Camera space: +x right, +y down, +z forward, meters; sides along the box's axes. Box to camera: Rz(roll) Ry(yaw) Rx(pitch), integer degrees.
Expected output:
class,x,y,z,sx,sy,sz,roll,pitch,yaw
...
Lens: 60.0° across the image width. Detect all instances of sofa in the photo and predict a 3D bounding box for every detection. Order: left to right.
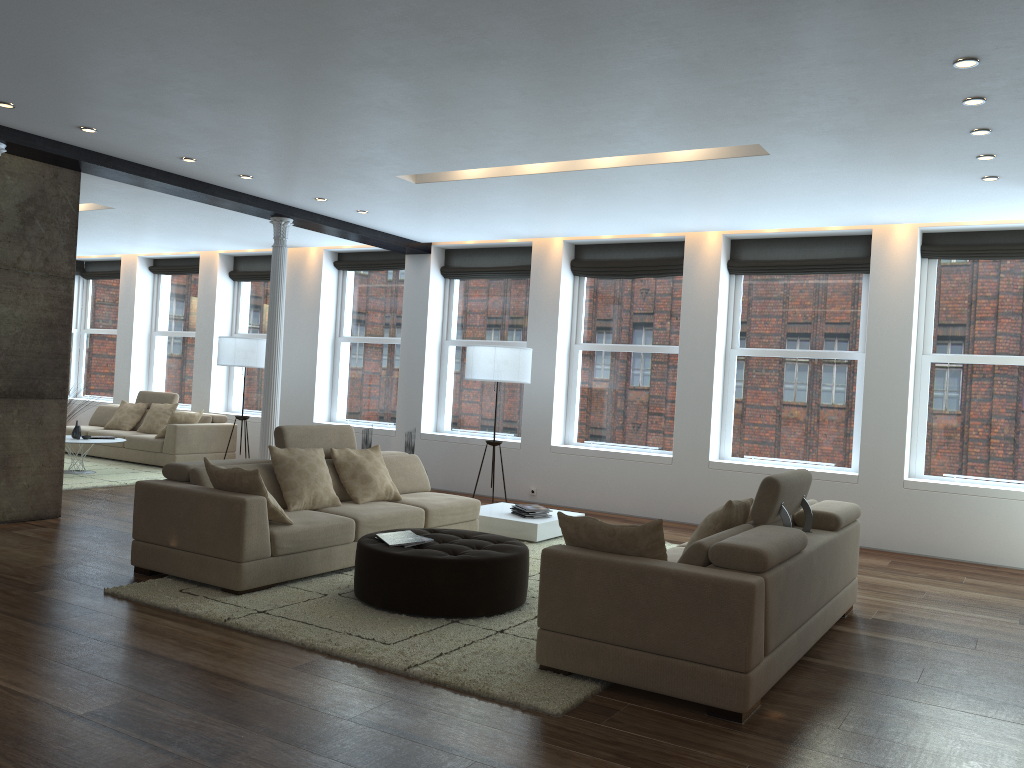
class,x,y,z,sx,sy,sz,roll,pitch,yaw
sofa,-5.052,0.579,12.177,2.581,0.950,1.018,3,0,31
sofa,-1.324,0.795,6.489,1.021,0.950,2.581,3,0,31
sofa,1.202,0.942,4.980,1.021,0.950,2.581,3,0,31

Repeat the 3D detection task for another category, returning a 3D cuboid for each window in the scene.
class,x,y,z,sx,sy,sz,roll,pitch,yaw
window,-7.745,-0.906,14.482,0.123,2.400,1.474,3,0,31
window,-8.857,-0.359,23.181,13.698,17.917,34.761,3,0,31
window,-5.138,-0.753,13.806,1.444,2.400,0.123,3,0,31
window,-3.599,-0.663,12.887,1.345,2.400,0.123,3,0,31
window,-1.826,-0.560,11.827,1.391,2.400,0.123,3,0,31
window,-0.273,-0.469,10.899,1.432,2.400,0.123,3,0,31
window,1.302,-0.377,9.958,1.442,2.400,0.123,3,0,31
window,2.881,-0.285,9.015,1.443,2.400,0.123,3,0,31
window,4.512,-0.190,8.040,1.563,2.400,0.123,3,0,31

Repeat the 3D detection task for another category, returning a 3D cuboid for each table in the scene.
class,x,y,z,sx,sy,sz,roll,pitch,yaw
table,-5.068,0.837,10.349,1.022,0.393,1.022,3,0,-15
table,0.054,1.247,8.036,0.900,0.170,0.900,3,0,31

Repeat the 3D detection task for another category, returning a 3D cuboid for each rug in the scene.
class,x,y,z,sx,sy,sz,roll,pitch,yaw
rug,-5.743,1.003,11.099,4.231,0.020,2.972,3,0,31
rug,-0.005,1.338,6.185,2.972,0.020,4.231,3,0,31

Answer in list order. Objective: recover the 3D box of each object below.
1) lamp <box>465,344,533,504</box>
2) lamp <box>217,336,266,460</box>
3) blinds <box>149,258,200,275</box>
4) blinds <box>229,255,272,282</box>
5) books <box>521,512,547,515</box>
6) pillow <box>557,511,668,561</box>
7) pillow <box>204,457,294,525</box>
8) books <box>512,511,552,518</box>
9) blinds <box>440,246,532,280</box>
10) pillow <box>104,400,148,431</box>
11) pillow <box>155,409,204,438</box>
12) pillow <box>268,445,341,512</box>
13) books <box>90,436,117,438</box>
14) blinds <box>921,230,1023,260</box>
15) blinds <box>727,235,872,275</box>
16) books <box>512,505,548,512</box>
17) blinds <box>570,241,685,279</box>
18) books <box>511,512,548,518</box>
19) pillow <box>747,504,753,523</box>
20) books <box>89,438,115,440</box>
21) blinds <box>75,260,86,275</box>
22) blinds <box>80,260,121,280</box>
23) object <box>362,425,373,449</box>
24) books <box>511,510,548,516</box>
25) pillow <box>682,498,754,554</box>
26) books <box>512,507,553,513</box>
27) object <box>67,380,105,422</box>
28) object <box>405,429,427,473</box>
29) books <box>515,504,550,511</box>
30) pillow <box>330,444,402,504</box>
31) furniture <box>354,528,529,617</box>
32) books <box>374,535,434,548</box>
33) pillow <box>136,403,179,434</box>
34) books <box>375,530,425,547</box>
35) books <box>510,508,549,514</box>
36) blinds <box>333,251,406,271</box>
class,x,y,z,sx,sy,sz,roll,pitch,yaw
lamp,-0.181,0.471,9.369,0.698,1.728,0.698,3,0,-35
lamp,-3.430,0.280,11.310,0.698,1.728,0.698,3,0,-35
blinds,-5.105,-1.827,13.752,1.442,0.275,0.156,3,0,31
blinds,-3.572,-1.678,12.834,1.342,0.393,0.156,3,0,31
books,0.178,1.135,7.884,0.220,0.010,0.300,3,0,-9
pillow,0.497,0.793,4.223,0.518,0.393,0.395,3,0,27
pillow,-1.645,0.668,5.503,0.518,0.393,0.395,3,0,34
books,0.177,1.155,7.884,0.220,0.010,0.300,3,0,-39
blinds,-0.253,-1.484,10.833,1.431,0.395,0.183,3,0,31
pillow,-5.363,0.441,12.366,0.519,0.416,0.368,3,0,26
pillow,-4.291,0.515,11.463,0.395,0.393,0.518,3,0,27
pillow,-1.459,0.657,6.278,0.301,0.439,0.534,3,0,34
books,-4.913,0.635,10.602,0.300,0.010,0.220,3,0,-44
blinds,4.545,-1.259,7.986,1.563,0.275,0.156,3,0,31
blinds,2.909,-1.300,8.961,1.442,0.393,0.156,3,0,31
books,0.157,1.105,7.874,0.220,0.010,0.300,3,0,-24
blinds,1.331,-1.385,9.904,1.439,0.424,0.156,3,0,31
books,0.153,1.163,7.874,0.220,0.010,0.300,3,0,-24
pillow,1.399,0.835,5.297,0.368,0.416,0.519,3,0,26
books,-4.903,0.645,10.579,0.300,0.010,0.220,3,0,-24
blinds,-7.617,-1.956,14.425,0.155,0.312,1.442,3,0,31
blinds,-6.664,-1.892,14.682,1.377,0.327,0.156,3,0,31
object,-1.712,0.859,10.387,0.458,0.781,0.458,3,0,30
books,0.154,1.143,7.874,0.220,0.010,0.300,3,0,-24
pillow,1.092,0.806,4.754,0.301,0.439,0.534,3,0,27
books,0.179,1.116,7.884,0.220,0.010,0.300,3,0,-44
object,-6.711,0.431,12.923,1.125,1.014,1.119,3,0,17
object,-1.201,0.889,10.335,0.458,0.781,0.458,3,0,30
books,0.180,1.097,7.884,0.220,0.010,0.300,3,0,-19
pillow,-1.129,0.687,6.808,0.368,0.416,0.519,3,0,35
furniture,-0.425,1.126,5.416,1.057,0.355,1.057,3,0,33
books,-0.649,0.935,5.333,0.219,0.031,0.300,3,0,-44
pillow,-4.820,0.462,12.057,0.534,0.439,0.301,3,0,27
books,-0.672,0.926,5.322,0.220,0.040,0.301,3,0,-24
books,0.155,1.124,7.874,0.220,0.010,0.300,3,0,-34
blinds,-1.796,-1.634,11.774,1.396,0.275,0.156,3,0,31
